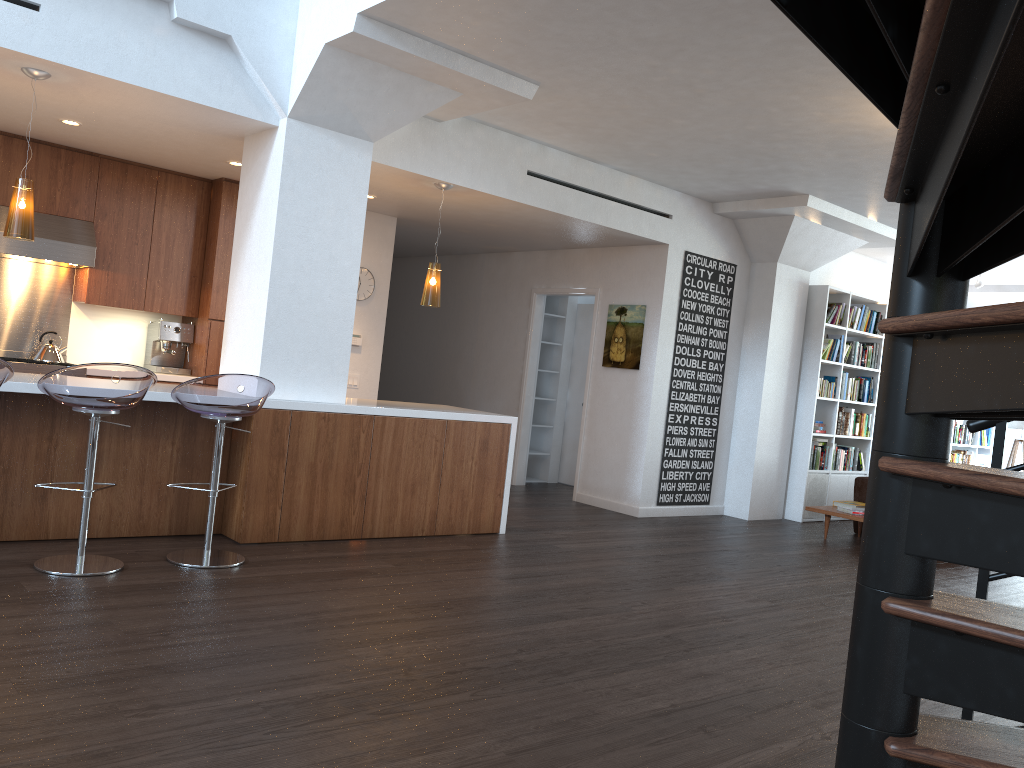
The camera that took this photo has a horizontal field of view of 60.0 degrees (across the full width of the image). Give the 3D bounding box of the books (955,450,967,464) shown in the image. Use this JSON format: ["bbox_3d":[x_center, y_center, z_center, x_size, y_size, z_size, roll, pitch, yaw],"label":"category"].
[{"bbox_3d":[5.804,1.006,11.498,0.044,0.298,0.140,6,1,-41],"label":"books"}]

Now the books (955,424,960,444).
[{"bbox_3d":[5.577,0.625,11.279,0.051,0.251,0.174,6,1,-41],"label":"books"}]

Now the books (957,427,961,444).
[{"bbox_3d":[5.632,0.646,11.321,0.030,0.223,0.161,6,1,-41],"label":"books"}]

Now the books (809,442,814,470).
[{"bbox_3d":[2.997,0.727,9.123,0.049,0.284,0.198,6,1,-41],"label":"books"}]

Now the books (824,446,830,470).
[{"bbox_3d":[3.235,0.768,9.317,0.048,0.251,0.180,6,1,-41],"label":"books"}]

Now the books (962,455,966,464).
[{"bbox_3d":[5.751,1.026,11.479,0.057,0.247,0.189,6,1,-40],"label":"books"}]

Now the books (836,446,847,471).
[{"bbox_3d":[3.506,0.793,9.551,0.042,0.253,0.183,6,1,-41],"label":"books"}]

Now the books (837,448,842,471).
[{"bbox_3d":[3.419,0.797,9.479,0.053,0.231,0.176,6,1,-41],"label":"books"}]

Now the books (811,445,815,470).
[{"bbox_3d":[3.031,0.748,9.143,0.031,0.251,0.160,6,1,-41],"label":"books"}]

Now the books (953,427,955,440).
[{"bbox_3d":[5.518,0.620,11.241,0.029,0.251,0.160,6,1,-41],"label":"books"}]

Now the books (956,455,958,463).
[{"bbox_3d":[5.603,1.014,11.361,0.048,0.240,0.174,6,1,-41],"label":"books"}]

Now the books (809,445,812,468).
[{"bbox_3d":[2.969,0.722,9.077,0.053,0.291,0.176,6,1,-41],"label":"books"}]

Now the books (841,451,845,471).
[{"bbox_3d":[3.482,0.816,9.520,0.030,0.223,0.161,6,1,-41],"label":"books"}]

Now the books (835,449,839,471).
[{"bbox_3d":[3.392,0.798,9.443,0.032,0.223,0.161,6,1,-41],"label":"books"}]

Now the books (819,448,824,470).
[{"bbox_3d":[3.152,0.774,9.229,0.032,0.223,0.161,6,1,-41],"label":"books"}]

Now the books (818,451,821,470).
[{"bbox_3d":[3.122,0.771,9.216,0.033,0.223,0.161,6,1,-41],"label":"books"}]

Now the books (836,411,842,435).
[{"bbox_3d":[3.389,0.405,9.407,0.057,0.247,0.189,6,1,-40],"label":"books"}]

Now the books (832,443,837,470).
[{"bbox_3d":[3.330,0.761,9.410,0.049,0.284,0.198,6,1,-41],"label":"books"}]

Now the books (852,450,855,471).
[{"bbox_3d":[3.645,0.820,9.689,0.045,0.231,0.168,6,1,-41],"label":"books"}]

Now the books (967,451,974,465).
[{"bbox_3d":[5.955,1.025,11.656,0.053,0.290,0.176,6,1,-41],"label":"books"}]

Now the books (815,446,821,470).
[{"bbox_3d":[3.093,0.760,9.183,0.054,0.240,0.174,6,1,-41],"label":"books"}]

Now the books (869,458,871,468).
[{"bbox_3d":[3.960,0.872,9.933,0.036,0.191,0.139,6,1,-41],"label":"books"}]

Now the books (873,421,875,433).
[{"bbox_3d":[3.940,0.470,9.886,0.071,0.231,0.169,6,1,-42],"label":"books"}]

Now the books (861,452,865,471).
[{"bbox_3d":[3.802,0.849,9.794,0.135,0.207,0.161,6,1,-41],"label":"books"}]

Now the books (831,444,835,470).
[{"bbox_3d":[3.303,0.762,9.362,0.054,0.278,0.174,6,1,-41],"label":"books"}]

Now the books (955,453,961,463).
[{"bbox_3d":[5.664,1.013,11.397,0.037,0.253,0.183,6,1,-41],"label":"books"}]

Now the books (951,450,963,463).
[{"bbox_3d":[5.699,1.002,11.448,0.066,0.284,0.198,6,1,-41],"label":"books"}]

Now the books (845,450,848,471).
[{"bbox_3d":[3.533,0.813,9.574,0.033,0.223,0.161,6,1,-41],"label":"books"}]

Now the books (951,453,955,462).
[{"bbox_3d":[5.524,1.000,11.282,0.036,0.253,0.183,6,1,-41],"label":"books"}]

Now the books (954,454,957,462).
[{"bbox_3d":[5.553,1.003,11.302,0.037,0.253,0.183,6,1,-41],"label":"books"}]

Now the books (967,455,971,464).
[{"bbox_3d":[5.892,1.041,11.601,0.057,0.246,0.171,6,1,-41],"label":"books"}]

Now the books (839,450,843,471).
[{"bbox_3d":[3.456,0.805,9.503,0.033,0.223,0.161,6,1,-41],"label":"books"}]

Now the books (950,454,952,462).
[{"bbox_3d":[5.458,0.997,11.224,0.061,0.246,0.171,6,1,-41],"label":"books"}]

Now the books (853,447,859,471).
[{"bbox_3d":[3.689,0.813,9.703,0.042,0.253,0.183,6,1,-41],"label":"books"}]

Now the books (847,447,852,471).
[{"bbox_3d":[3.591,0.805,9.624,0.039,0.251,0.160,6,1,-41],"label":"books"}]

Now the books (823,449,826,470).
[{"bbox_3d":[3.200,0.779,9.287,0.033,0.223,0.161,6,1,-41],"label":"books"}]

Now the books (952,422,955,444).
[{"bbox_3d":[5.486,0.600,11.223,0.046,0.284,0.198,6,1,-41],"label":"books"}]

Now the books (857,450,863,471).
[{"bbox_3d":[3.756,0.830,9.763,0.142,0.236,0.174,6,1,-41],"label":"books"}]

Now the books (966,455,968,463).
[{"bbox_3d":[5.854,1.039,11.573,0.038,0.241,0.159,6,1,-41],"label":"books"}]

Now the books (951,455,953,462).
[{"bbox_3d":[5.492,1.008,11.261,0.040,0.231,0.168,6,1,-41],"label":"books"}]

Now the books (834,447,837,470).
[{"bbox_3d":[3.365,0.782,9.430,0.031,0.251,0.160,6,1,-41],"label":"books"}]

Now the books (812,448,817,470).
[{"bbox_3d":[3.059,0.765,9.156,0.032,0.223,0.161,6,1,-41],"label":"books"}]

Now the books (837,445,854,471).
[{"bbox_3d":[3.620,0.803,9.651,0.042,0.259,0.180,6,1,-41],"label":"books"}]

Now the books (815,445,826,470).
[{"bbox_3d":[3.172,0.761,9.264,0.042,0.253,0.183,6,1,-41],"label":"books"}]

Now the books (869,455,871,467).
[{"bbox_3d":[3.928,0.849,9.910,0.042,0.231,0.140,6,1,-41],"label":"books"}]

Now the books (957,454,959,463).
[{"bbox_3d":[5.638,1.013,11.379,0.027,0.250,0.160,6,1,-41],"label":"books"}]

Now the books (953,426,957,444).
[{"bbox_3d":[5.544,0.637,11.253,0.030,0.223,0.161,6,1,-41],"label":"books"}]

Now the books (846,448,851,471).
[{"bbox_3d":[3.563,0.804,9.596,0.039,0.246,0.171,6,1,-41],"label":"books"}]

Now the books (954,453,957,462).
[{"bbox_3d":[5.578,1.005,11.329,0.036,0.253,0.183,6,1,-41],"label":"books"}]
